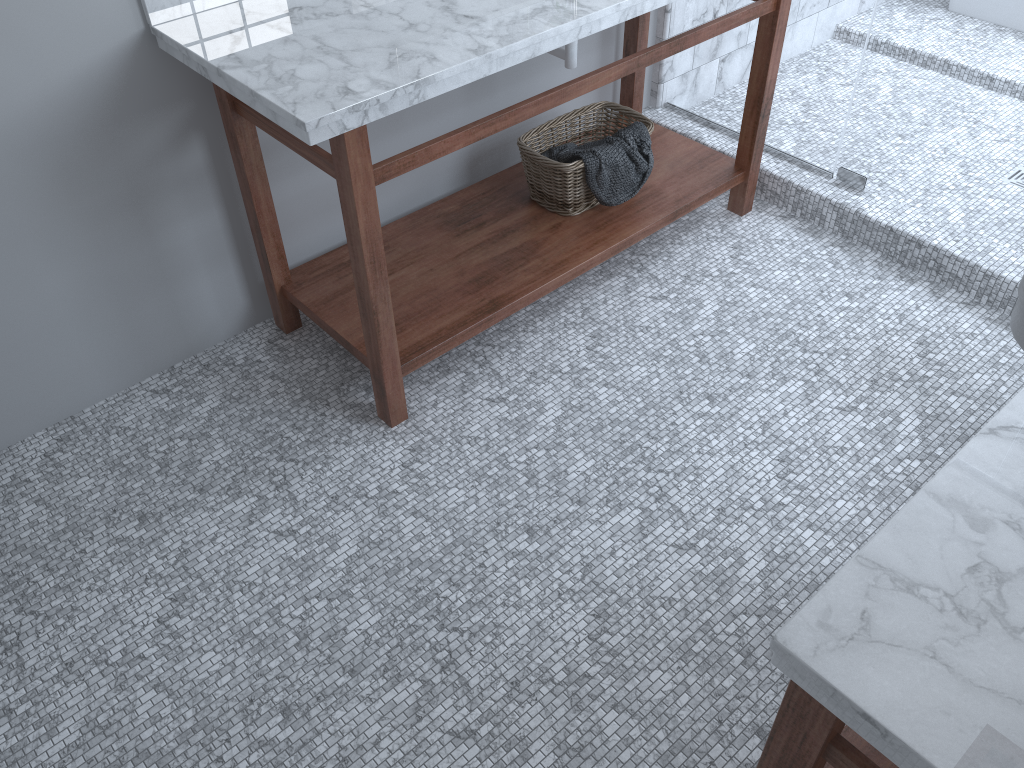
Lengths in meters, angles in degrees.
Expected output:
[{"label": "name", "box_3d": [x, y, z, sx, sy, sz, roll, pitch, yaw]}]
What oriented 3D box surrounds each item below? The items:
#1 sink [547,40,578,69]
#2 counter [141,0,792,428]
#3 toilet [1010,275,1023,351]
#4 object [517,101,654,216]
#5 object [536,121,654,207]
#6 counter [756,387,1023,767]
[{"label": "sink", "box_3d": [0.136, -0.952, 2.307, 0.517, 0.270, 0.494, 4, 43, 6]}, {"label": "counter", "box_3d": [0.045, -0.732, 2.410, 1.657, 0.983, 0.638, -32, 51, -28]}, {"label": "toilet", "box_3d": [1.408, -0.044, 1.823, 0.490, 0.727, 0.722, -32, 51, -28]}, {"label": "object", "box_3d": [0.222, -0.677, 2.686, 0.417, 0.198, 0.262, -32, 51, -28]}, {"label": "object", "box_3d": [0.262, -0.662, 2.648, 0.302, 0.213, 0.322, -31, 50, -28]}, {"label": "counter", "box_3d": [0.771, 0.506, 1.266, 0.828, 0.810, 0.539, -32, 51, -28]}]
